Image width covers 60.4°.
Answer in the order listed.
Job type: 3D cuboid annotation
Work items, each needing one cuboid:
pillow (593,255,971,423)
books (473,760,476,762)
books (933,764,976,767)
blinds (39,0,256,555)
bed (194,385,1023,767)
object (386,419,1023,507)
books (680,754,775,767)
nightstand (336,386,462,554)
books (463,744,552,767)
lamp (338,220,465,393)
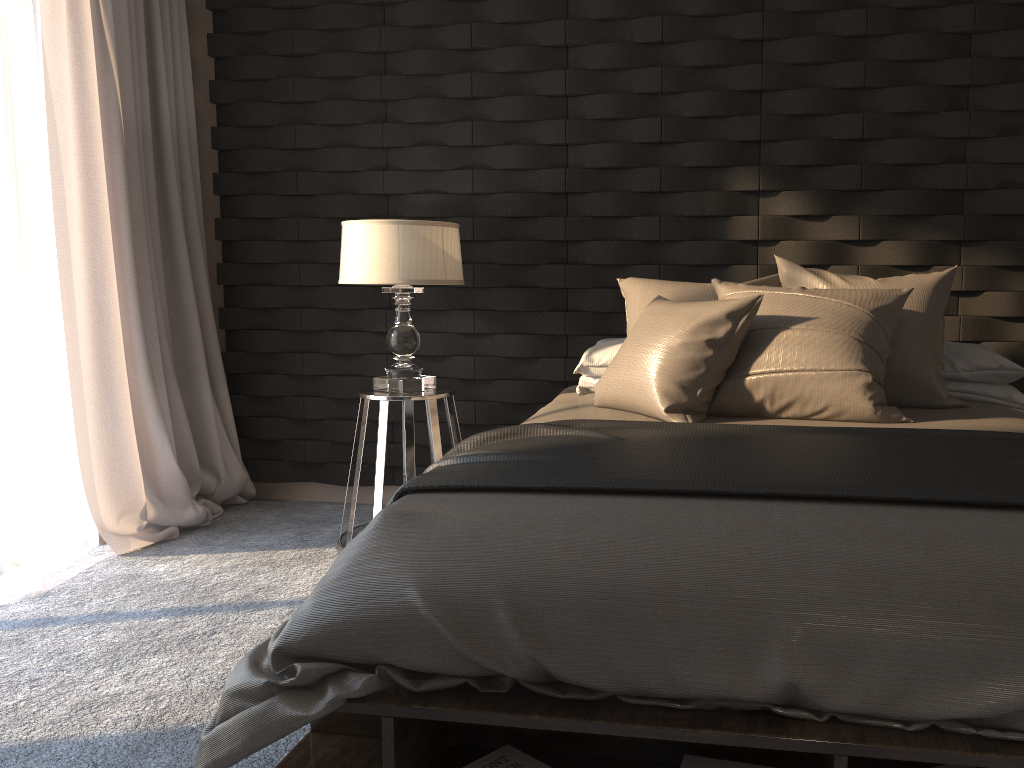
[{"bbox_3d":[0.867,-0.173,2.851,1.230,0.518,0.921,2,7,13],"label":"pillow"},{"bbox_3d":[-0.023,0.783,1.663,0.211,0.023,0.154,4,8,30],"label":"books"},{"bbox_3d":[0.777,0.734,1.558,0.212,0.020,0.150,-2,7,-18],"label":"books"},{"bbox_3d":[-1.387,-0.714,3.467,0.338,2.638,1.007,0,6,5],"label":"blinds"},{"bbox_3d":[0.806,0.426,2.519,2.245,0.623,2.344,2,7,12],"label":"bed"},{"bbox_3d":[0.686,0.301,2.054,2.016,0.322,0.630,1,7,9],"label":"object"},{"bbox_3d":[0.421,0.747,1.598,0.242,0.023,0.181,2,7,17],"label":"books"},{"bbox_3d":[-0.399,0.324,3.406,0.529,0.603,0.573,3,7,24],"label":"nightstand"},{"bbox_3d":[0.003,0.761,1.673,0.194,0.020,0.164,7,9,44],"label":"books"},{"bbox_3d":[-0.415,-0.291,3.345,0.441,0.630,0.491,6,9,44],"label":"lamp"}]
